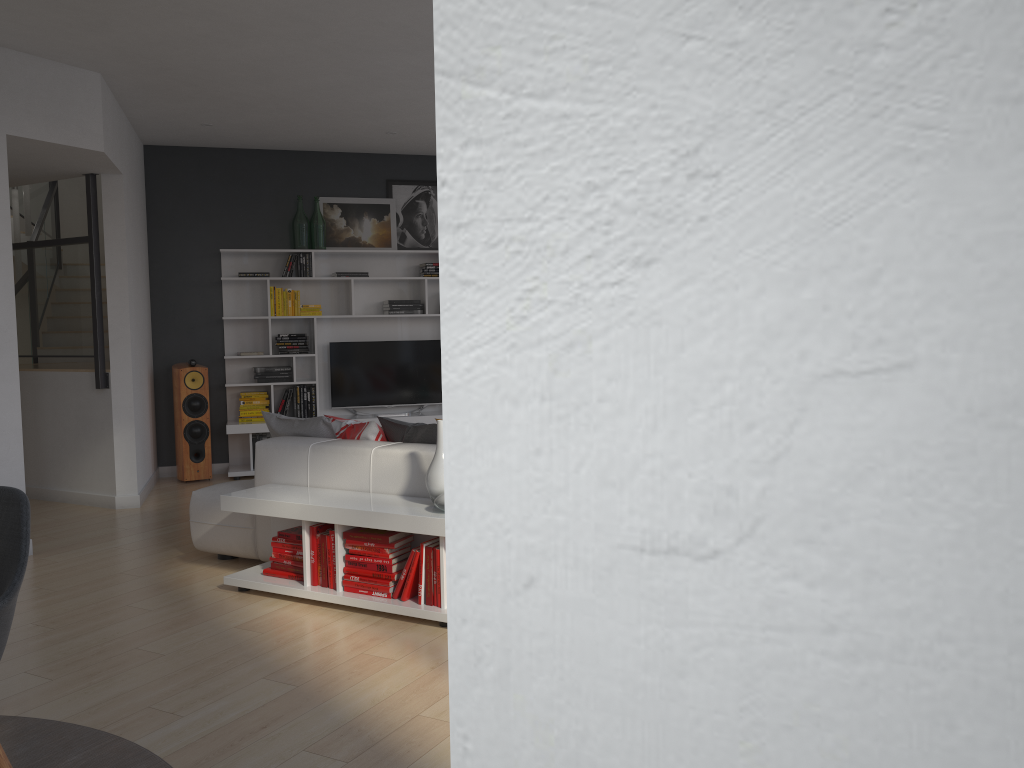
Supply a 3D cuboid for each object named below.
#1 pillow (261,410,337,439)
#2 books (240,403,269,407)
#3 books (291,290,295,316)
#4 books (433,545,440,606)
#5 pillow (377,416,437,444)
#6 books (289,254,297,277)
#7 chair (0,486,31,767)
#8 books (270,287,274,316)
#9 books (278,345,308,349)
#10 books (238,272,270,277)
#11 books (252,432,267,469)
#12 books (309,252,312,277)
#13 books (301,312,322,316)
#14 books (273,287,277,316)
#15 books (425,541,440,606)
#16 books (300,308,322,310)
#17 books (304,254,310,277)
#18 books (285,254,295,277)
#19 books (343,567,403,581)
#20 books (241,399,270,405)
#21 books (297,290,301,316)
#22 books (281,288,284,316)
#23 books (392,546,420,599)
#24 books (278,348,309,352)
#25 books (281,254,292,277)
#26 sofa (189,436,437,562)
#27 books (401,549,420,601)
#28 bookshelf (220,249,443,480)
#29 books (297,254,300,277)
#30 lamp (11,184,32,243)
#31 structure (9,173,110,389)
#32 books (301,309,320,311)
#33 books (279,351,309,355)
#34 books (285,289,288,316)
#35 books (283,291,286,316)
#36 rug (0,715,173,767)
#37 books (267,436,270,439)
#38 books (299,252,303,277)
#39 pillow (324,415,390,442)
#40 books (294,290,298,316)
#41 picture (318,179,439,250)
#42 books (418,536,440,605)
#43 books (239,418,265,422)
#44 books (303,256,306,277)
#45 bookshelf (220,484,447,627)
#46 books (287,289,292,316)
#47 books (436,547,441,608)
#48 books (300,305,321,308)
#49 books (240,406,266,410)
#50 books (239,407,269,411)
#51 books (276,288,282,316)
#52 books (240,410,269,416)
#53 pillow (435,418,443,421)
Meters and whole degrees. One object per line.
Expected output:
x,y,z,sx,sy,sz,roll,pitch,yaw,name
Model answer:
-0.009,0.361,5.011,2.953,0.453,0.647,0,4,16,pillow
-2.374,0.191,8.175,0.251,0.019,0.180,-2,4,-16,books
-2.026,-0.745,8.194,0.023,0.239,0.169,-2,4,-16,books
-0.300,0.860,4.048,0.028,0.266,0.188,1,4,29,books
0.207,0.393,4.525,2.120,0.436,0.608,1,4,24,pillow
-2.015,-1.080,8.162,0.074,0.212,0.154,-2,4,-17,books
-1.598,0.758,2.326,0.655,0.891,0.619,2,5,35,chair
-2.203,-0.753,8.128,0.029,0.270,0.204,-2,4,-16,books
-2.033,-0.343,8.218,0.266,0.030,0.209,-2,4,-18,books
-2.340,-0.986,8.064,0.268,0.046,0.208,-2,4,-13,books
-2.304,0.605,8.103,0.128,0.321,0.259,-2,4,-16,books
-1.866,-1.095,8.200,0.019,0.230,0.174,-2,4,-16,books
-1.868,-0.648,8.232,0.190,0.033,0.147,-2,4,-16,books
-2.180,-0.754,8.144,0.025,0.270,0.213,-2,4,-16,books
-0.323,0.856,4.071,0.038,0.270,0.215,1,4,29,books
-1.867,-0.700,8.228,0.187,0.014,0.134,-2,4,-16,books
-1.894,-1.087,8.200,0.038,0.218,0.169,-2,4,-16,books
-2.046,-1.080,8.166,0.087,0.214,0.171,-2,4,-16,books
-0.618,0.885,4.258,0.301,0.032,0.227,1,4,29,books
-2.363,0.164,8.174,0.250,0.035,0.185,-2,4,-13,books
-1.977,-0.745,8.209,0.024,0.234,0.172,-2,4,-16,books
-2.119,-0.752,8.169,0.015,0.263,0.199,-2,4,-16,books
-0.452,0.864,4.132,0.144,0.247,0.188,1,4,29,books
-2.020,-0.314,8.204,0.270,0.025,0.189,-2,4,-17,books
-2.075,-1.079,8.152,0.096,0.213,0.166,-2,4,-18,books
0.235,0.602,5.453,3.424,0.732,2.614,1,4,29,sofa
-0.419,0.866,4.106,0.115,0.245,0.192,1,4,29,books
-1.149,-0.229,8.405,3.000,2.052,0.455,-2,4,-16,bookshelf
-1.969,-1.085,8.177,0.021,0.221,0.156,-2,4,-16,books
-5.101,-4.361,8.863,0.359,6.725,0.359,0,4,20,lamp
-4.210,-1.356,8.746,4.190,4.339,2.823,1,4,29,structure
-1.868,-0.683,8.213,0.169,0.018,0.113,-2,4,-15,books
-2.020,-0.289,8.204,0.263,0.026,0.189,-2,4,-18,books
-2.080,-0.749,8.178,0.019,0.251,0.180,-2,4,-16,books
-2.095,-0.735,8.155,0.024,0.229,0.156,-2,4,-16,books
-1.947,1.240,1.849,2.499,0.010,2.499,-1,4,2,rug
-2.216,0.624,8.125,0.053,0.268,0.202,-2,4,-17,books
-1.947,-1.092,8.188,0.025,0.232,0.176,-2,4,-16,books
-0.083,0.415,4.677,2.250,0.449,0.575,1,4,26,pillow
-2.001,-0.744,8.198,0.024,0.234,0.172,-2,4,-16,books
-1.213,-1.613,8.519,1.279,0.707,0.076,-2,4,-16,picture
-0.364,0.852,4.074,0.046,0.282,0.199,1,4,29,books
-2.362,0.323,8.159,0.270,0.029,0.204,-2,4,-11,books
-1.922,-1.078,8.191,0.021,0.200,0.147,-2,4,-16,books
-0.248,0.820,4.038,2.600,0.500,0.356,1,4,29,bookshelf
-2.054,-0.750,8.184,0.035,0.250,0.185,-2,4,-16,books
-0.284,0.859,4.022,0.028,0.269,0.181,1,4,28,books
-1.874,-0.721,8.238,0.186,0.026,0.138,-2,4,-16,books
-2.380,0.213,8.155,0.228,0.024,0.152,-2,4,-12,books
-2.376,0.230,8.179,0.263,0.015,0.198,-2,4,-13,books
-2.147,-0.749,8.159,0.044,0.255,0.198,-2,4,-16,books
-2.369,0.260,8.168,0.255,0.044,0.198,-2,4,-16,books
0.641,0.377,4.899,2.095,0.440,0.630,-2,4,-14,pillow
